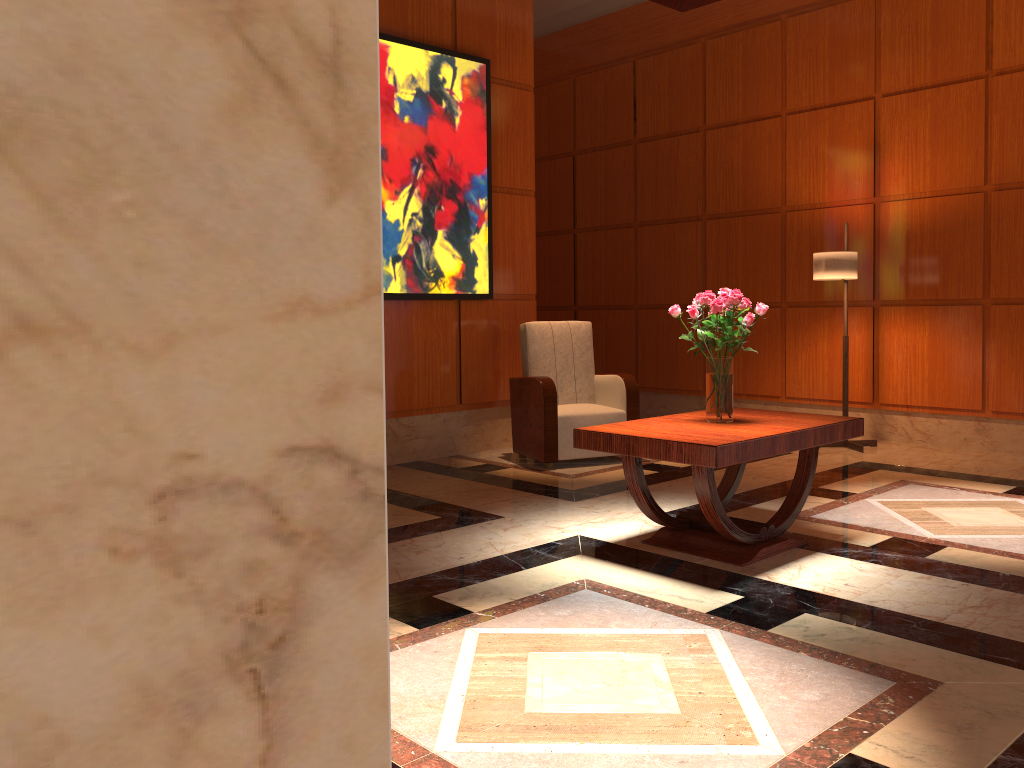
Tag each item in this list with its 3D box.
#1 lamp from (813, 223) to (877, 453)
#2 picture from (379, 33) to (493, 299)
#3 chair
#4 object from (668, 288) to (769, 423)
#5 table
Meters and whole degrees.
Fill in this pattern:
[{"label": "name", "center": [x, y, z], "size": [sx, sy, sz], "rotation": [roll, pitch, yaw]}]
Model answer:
[{"label": "lamp", "center": [2.416, -0.348, 6.484], "size": [0.360, 1.658, 0.527], "rotation": [1, 3, 37]}, {"label": "picture", "center": [-0.900, -1.426, 5.810], "size": [1.999, 1.733, 0.056], "rotation": [-4, 4, -43]}, {"label": "chair", "center": [0.421, 0.039, 6.203], "size": [0.738, 0.959, 0.629], "rotation": [-2, 3, -24]}, {"label": "object", "center": [0.920, -0.129, 3.931], "size": [0.350, 0.595, 0.327], "rotation": [-2, 3, -23]}, {"label": "table", "center": [0.936, 0.438, 3.922], "size": [1.169, 0.533, 0.725], "rotation": [-5, 5, -43]}]
